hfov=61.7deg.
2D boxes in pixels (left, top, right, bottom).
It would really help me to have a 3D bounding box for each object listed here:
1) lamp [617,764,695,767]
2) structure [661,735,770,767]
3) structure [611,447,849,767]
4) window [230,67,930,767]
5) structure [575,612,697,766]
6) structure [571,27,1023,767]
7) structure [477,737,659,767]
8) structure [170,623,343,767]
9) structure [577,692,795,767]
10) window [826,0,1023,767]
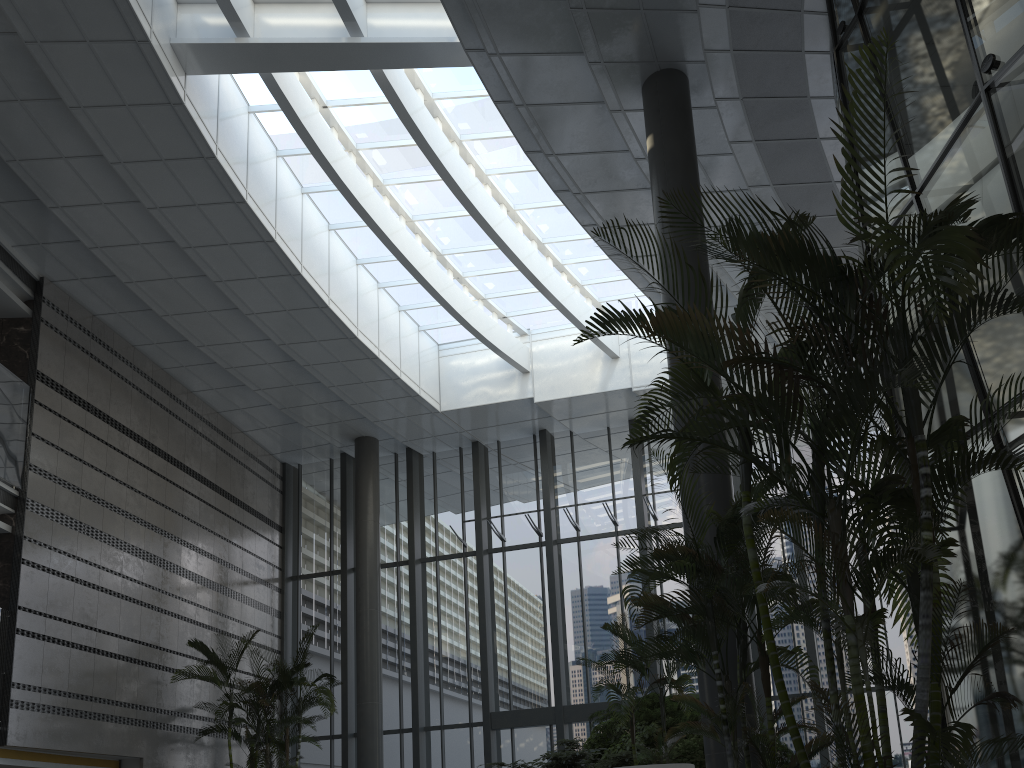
[{"bbox_3d":[1.230,4.145,7.395,0.861,1.550,0.881,5,-18,-24],"label":"lamp"},{"bbox_3d":[2.130,4.679,8.991,1.640,1.971,1.634,9,-23,-32],"label":"structure"},{"bbox_3d":[1.572,2.282,5.833,1.650,3.457,2.207,-3,-17,-2],"label":"structure"},{"bbox_3d":[-1.899,0.894,9.015,13.696,9.272,20.141,-14,-27,24],"label":"window"},{"bbox_3d":[1.435,3.883,8.679,1.412,3.211,1.312,-3,-15,-1],"label":"structure"},{"bbox_3d":[1.602,0.958,4.181,2.445,4.319,2.726,-2,-17,-5],"label":"structure"},{"bbox_3d":[0.704,5.385,10.412,2.227,2.155,2.547,-3,-21,0],"label":"structure"},{"bbox_3d":[-3.878,5.951,13.293,2.529,4.320,2.634,-9,-18,19],"label":"structure"},{"bbox_3d":[2.136,5.676,11.778,3.796,2.738,3.430,-14,-24,24],"label":"structure"},{"bbox_3d":[5.475,1.121,8.269,4.216,7.364,16.778,-7,-25,14],"label":"window"}]
